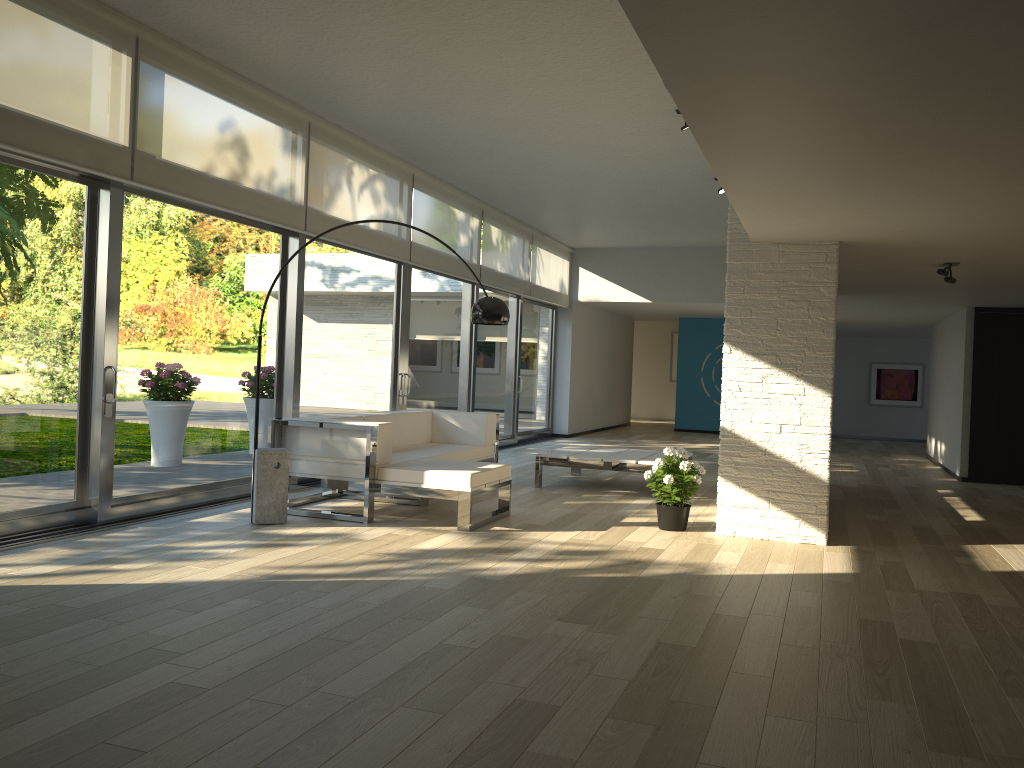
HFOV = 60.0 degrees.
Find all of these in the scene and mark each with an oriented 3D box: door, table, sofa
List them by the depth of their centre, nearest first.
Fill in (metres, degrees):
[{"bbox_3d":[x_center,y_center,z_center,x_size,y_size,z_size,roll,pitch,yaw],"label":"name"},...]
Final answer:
[{"bbox_3d":[-0.609,0.589,6.986,1.546,0.654,2.404,2,1,20],"label":"sofa"},{"bbox_3d":[0.988,0.804,8.342,1.220,0.305,1.220,3,1,20],"label":"table"},{"bbox_3d":[5.553,0.136,9.740,0.920,1.947,0.108,2,0,20],"label":"door"},{"bbox_3d":[0.324,-0.116,10.323,19.443,2.373,22.946,3,1,20],"label":"door"}]

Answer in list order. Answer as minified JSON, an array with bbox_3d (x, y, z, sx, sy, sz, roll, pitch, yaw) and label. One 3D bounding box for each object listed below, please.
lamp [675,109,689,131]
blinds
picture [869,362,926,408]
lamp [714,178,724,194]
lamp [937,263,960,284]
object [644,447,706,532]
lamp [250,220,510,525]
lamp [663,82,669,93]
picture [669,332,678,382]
[{"bbox_3d":[1.356,-1.983,6.684,0.234,0.153,0.135,2,0,20],"label":"lamp"},{"bbox_3d":[-1.008,-1.688,8.860,0.056,0.984,11.528,2,1,20],"label":"blinds"},{"bbox_3d":[7.283,0.017,16.776,0.959,0.828,0.017,2,0,20],"label":"picture"},{"bbox_3d":[2.142,-1.984,8.868,0.234,0.153,0.135,2,0,20],"label":"lamp"},{"bbox_3d":[3.225,-0.812,6.562,0.135,0.153,0.234,2,1,20],"label":"lamp"},{"bbox_3d":[1.118,0.716,6.079,0.405,0.571,0.430,3,0,42],"label":"object"},{"bbox_3d":[-0.824,-0.098,6.018,1.753,2.024,0.282,2,0,-28],"label":"lamp"},{"bbox_3d":[0.848,-1.424,4.073,0.315,0.203,0.201,2,0,20],"label":"lamp"},{"bbox_3d":[4.390,-0.610,20.753,1.378,1.191,0.017,2,0,20],"label":"picture"}]
